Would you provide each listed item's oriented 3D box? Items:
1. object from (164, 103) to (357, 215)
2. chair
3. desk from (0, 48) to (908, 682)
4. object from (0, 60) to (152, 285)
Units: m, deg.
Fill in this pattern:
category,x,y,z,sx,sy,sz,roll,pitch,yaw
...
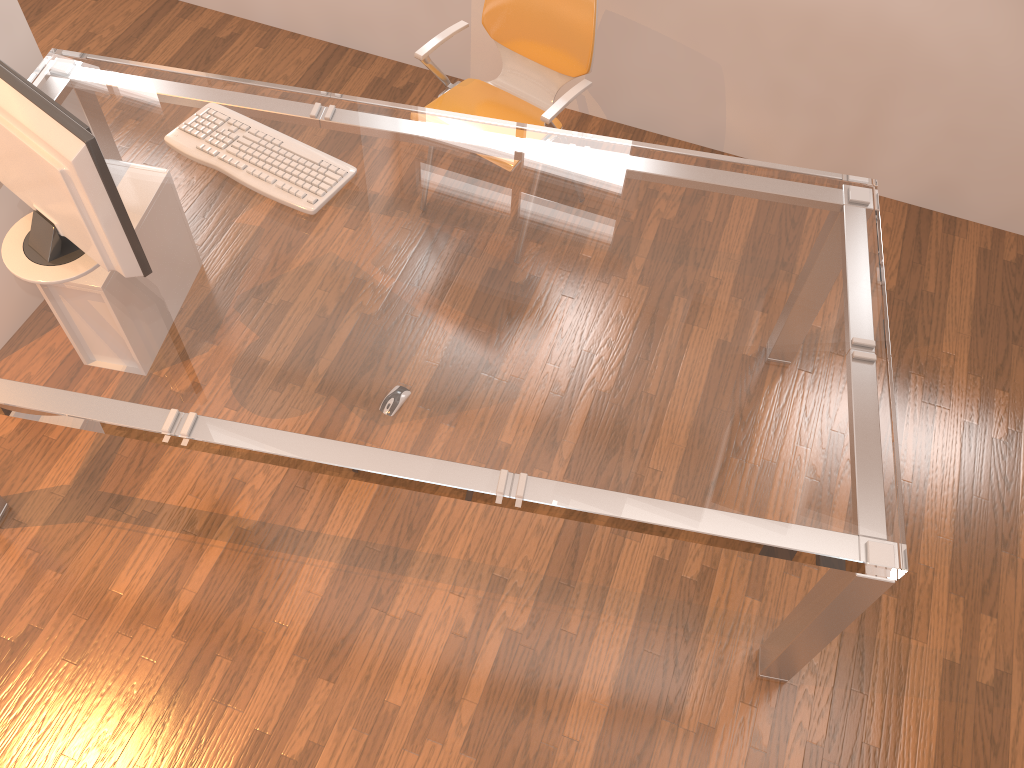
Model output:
category,x,y,z,sx,sy,sz,roll,pitch,yaw
object,-0.627,-0.570,2.204,0.467,0.031,0.200,27,58,14
chair,-0.029,-0.856,2.850,0.495,0.829,0.464,31,60,17
desk,-0.271,-0.072,2.360,2.239,0.750,1.092,10,56,3
object,-1.029,-0.444,1.860,0.245,0.418,0.516,-34,64,-23
